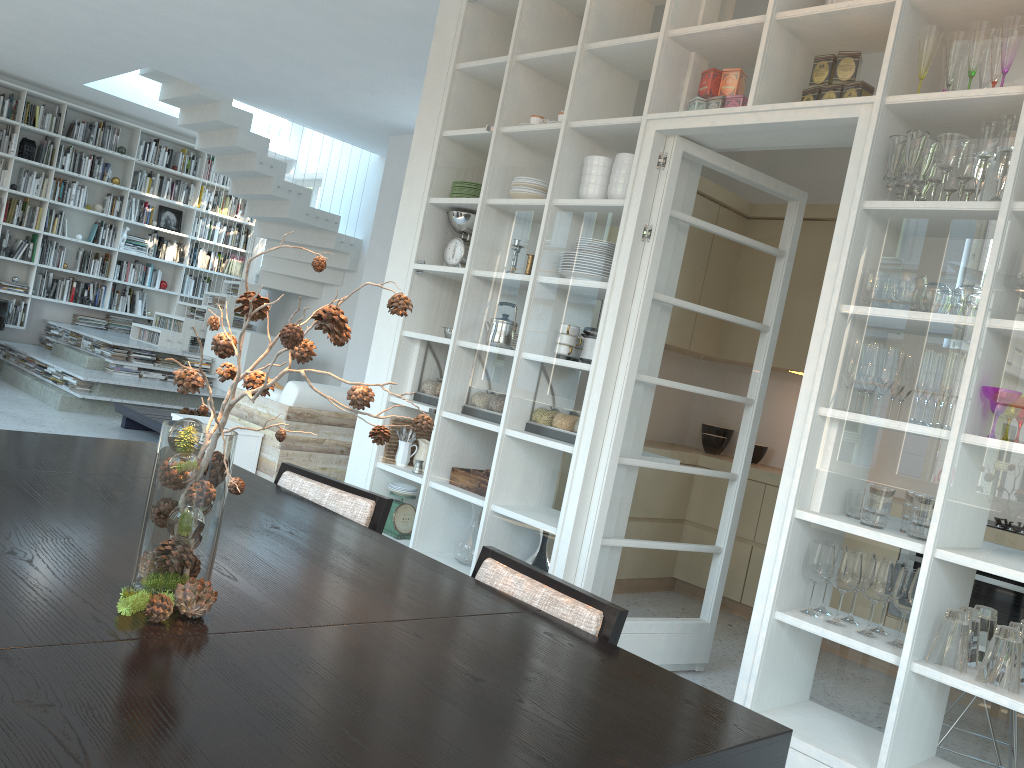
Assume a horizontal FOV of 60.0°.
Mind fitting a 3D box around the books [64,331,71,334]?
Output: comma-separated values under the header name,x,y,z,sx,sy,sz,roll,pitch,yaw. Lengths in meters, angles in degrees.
name,x,y,z,sx,sy,sz,roll,pitch,yaw
books,-4.946,-0.566,10.020,0.160,0.010,0.179,10,2,-44

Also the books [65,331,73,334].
name,x,y,z,sx,sy,sz,roll,pitch,yaw
books,-4.944,-0.577,10.019,0.149,0.013,0.219,11,1,-41

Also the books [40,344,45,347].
name,x,y,z,sx,sy,sz,roll,pitch,yaw
books,-5.450,-0.444,10.448,0.187,0.019,0.163,13,2,45

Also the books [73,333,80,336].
name,x,y,z,sx,sy,sz,roll,pitch,yaw
books,-4.741,-0.530,9.821,0.295,0.013,0.129,13,1,44

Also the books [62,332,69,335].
name,x,y,z,sx,sy,sz,roll,pitch,yaw
books,-4.952,-0.558,10.016,0.234,0.008,0.167,13,2,45

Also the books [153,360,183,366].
name,x,y,z,sx,sy,sz,roll,pitch,yaw
books,-3.634,-0.226,9.353,0.187,0.014,0.273,12,1,41

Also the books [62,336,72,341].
name,x,y,z,sx,sy,sz,roll,pitch,yaw
books,-4.967,-0.500,10.015,0.164,0.023,0.241,11,1,-40

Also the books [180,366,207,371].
name,x,y,z,sx,sy,sz,roll,pitch,yaw
books,-3.447,-0.171,9.583,0.131,0.016,0.262,12,1,41

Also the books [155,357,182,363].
name,x,y,z,sx,sy,sz,roll,pitch,yaw
books,-3.640,-0.252,9.364,0.172,0.013,0.246,13,2,45

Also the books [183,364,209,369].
name,x,y,z,sx,sy,sz,roll,pitch,yaw
books,-3.438,-0.193,9.578,0.159,0.014,0.268,13,2,45

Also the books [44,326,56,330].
name,x,y,z,sx,sy,sz,roll,pitch,yaw
books,-5.365,-0.650,10.434,0.252,0.015,0.171,12,1,41

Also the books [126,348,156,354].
name,x,y,z,sx,sy,sz,roll,pitch,yaw
books,-3.842,-0.341,9.183,0.128,0.016,0.261,13,2,45

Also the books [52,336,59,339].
name,x,y,z,sx,sy,sz,roll,pitch,yaw
books,-5.179,-0.520,10.234,0.232,0.017,0.173,13,2,45

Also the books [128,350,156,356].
name,x,y,z,sx,sy,sz,roll,pitch,yaw
books,-3.831,-0.326,9.168,0.159,0.009,0.228,13,1,42

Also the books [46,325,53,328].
name,x,y,z,sx,sy,sz,roll,pitch,yaw
books,-5.355,-0.660,10.441,0.234,0.008,0.167,13,2,45

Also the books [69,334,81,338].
name,x,y,z,sx,sy,sz,roll,pitch,yaw
books,-4.762,-0.523,9.803,0.260,0.009,0.187,13,2,45

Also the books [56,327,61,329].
name,x,y,z,sx,sy,sz,roll,pitch,yaw
books,-5.151,-0.633,10.235,0.284,0.007,0.159,13,2,45

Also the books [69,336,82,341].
name,x,y,z,sx,sy,sz,roll,pitch,yaw
books,-4.764,-0.498,9.807,0.179,0.017,0.292,11,1,-43

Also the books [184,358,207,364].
name,x,y,z,sx,sy,sz,roll,pitch,yaw
books,-3.420,-0.252,9.570,0.192,0.024,0.167,11,1,-39

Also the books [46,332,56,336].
name,x,y,z,sx,sy,sz,roll,pitch,yaw
books,-5.372,-0.578,10.443,0.163,0.017,0.232,11,1,-42

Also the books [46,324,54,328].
name,x,y,z,sx,sy,sz,roll,pitch,yaw
books,-5.354,-0.670,10.440,0.245,0.011,0.159,13,1,43

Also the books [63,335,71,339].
name,x,y,z,sx,sy,sz,roll,pitch,yaw
books,-4.955,-0.519,10.022,0.220,0.018,0.154,13,2,45

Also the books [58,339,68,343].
name,x,y,z,sx,sy,sz,roll,pitch,yaw
books,-4.976,-0.472,10.013,0.296,0.012,0.183,13,2,45

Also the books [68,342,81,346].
name,x,y,z,sx,sy,sz,roll,pitch,yaw
books,-4.782,-0.437,9.803,0.182,0.011,0.253,11,1,-40

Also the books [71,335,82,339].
name,x,y,z,sx,sy,sz,roll,pitch,yaw
books,-4.759,-0.512,9.808,0.161,0.012,0.253,11,1,-40

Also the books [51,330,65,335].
name,x,y,z,sx,sy,sz,roll,pitch,yaw
books,-5.175,-0.581,10.224,0.237,0.030,0.189,13,1,43

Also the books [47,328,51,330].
name,x,y,z,sx,sy,sz,roll,pitch,yaw
books,-5.355,-0.626,10.449,0.297,0.008,0.145,13,2,45

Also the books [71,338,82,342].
name,x,y,z,sx,sy,sz,roll,pitch,yaw
books,-4.762,-0.480,9.813,0.202,0.018,0.159,13,1,44

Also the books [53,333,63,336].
name,x,y,z,sx,sy,sz,roll,pitch,yaw
books,-5.169,-0.561,10.234,0.294,0.008,0.163,13,1,44

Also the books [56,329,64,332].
name,x,y,z,sx,sy,sz,roll,pitch,yaw
books,-5.157,-0.606,10.235,0.143,0.012,0.263,11,1,-39

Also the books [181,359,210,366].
name,x,y,z,sx,sy,sz,roll,pitch,yaw
books,-3.419,-0.233,9.565,0.262,0.012,0.179,11,1,-40

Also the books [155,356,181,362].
name,x,y,z,sx,sy,sz,roll,pitch,yaw
books,-3.633,-0.263,9.359,0.173,0.011,0.203,12,1,41

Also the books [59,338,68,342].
name,x,y,z,sx,sy,sz,roll,pitch,yaw
books,-4.977,-0.484,10.009,0.234,0.012,0.190,13,1,44

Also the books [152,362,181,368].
name,x,y,z,sx,sy,sz,roll,pitch,yaw
books,-3.661,-0.202,9.376,0.133,0.014,0.294,13,1,43

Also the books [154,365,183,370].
name,x,y,z,sx,sy,sz,roll,pitch,yaw
books,-3.650,-0.184,9.362,0.291,0.007,0.174,11,1,-41

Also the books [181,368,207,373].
name,x,y,z,sx,sy,sz,roll,pitch,yaw
books,-3.440,-0.147,9.572,0.177,0.011,0.220,13,1,44

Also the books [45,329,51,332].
name,x,y,z,sx,sy,sz,roll,pitch,yaw
books,-5.369,-0.609,10.439,0.180,0.012,0.261,10,2,-44

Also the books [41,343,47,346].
name,x,y,z,sx,sy,sz,roll,pitch,yaw
books,-5.447,-0.455,10.448,0.144,0.005,0.256,11,1,-39

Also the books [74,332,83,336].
name,x,y,z,sx,sy,sz,roll,pitch,yaw
books,-4.745,-0.552,9.813,0.139,0.028,0.261,11,1,-39

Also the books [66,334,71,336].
name,x,y,z,sx,sy,sz,roll,pitch,yaw
books,-4.949,-0.547,10.022,0.145,0.013,0.220,11,1,-41

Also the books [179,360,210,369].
name,x,y,z,sx,sy,sz,roll,pitch,yaw
books,-3.428,-0.214,9.571,0.284,0.030,0.176,11,1,-43

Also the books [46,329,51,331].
name,x,y,z,sx,sy,sz,roll,pitch,yaw
books,-5.362,-0.619,10.444,0.287,0.009,0.156,13,1,44

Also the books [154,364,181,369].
name,x,y,z,sx,sy,sz,roll,pitch,yaw
books,-3.649,-0.189,9.362,0.287,0.005,0.165,11,1,-39

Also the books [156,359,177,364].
name,x,y,z,sx,sy,sz,roll,pitch,yaw
books,-3.646,-0.242,9.369,0.179,0.010,0.160,11,1,-42

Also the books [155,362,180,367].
name,x,y,z,sx,sy,sz,roll,pitch,yaw
books,-3.647,-0.214,9.364,0.215,0.015,0.176,11,1,-43

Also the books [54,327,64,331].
name,x,y,z,sx,sy,sz,roll,pitch,yaw
books,-5.155,-0.621,10.234,0.289,0.018,0.163,13,2,45

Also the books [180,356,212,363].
name,x,y,z,sx,sy,sz,roll,pitch,yaw
books,-3.409,-0.268,9.561,0.180,0.013,0.286,12,1,41

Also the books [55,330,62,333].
name,x,y,z,sx,sy,sz,roll,pitch,yaw
books,-5.164,-0.598,10.231,0.172,0.007,0.206,11,1,-42

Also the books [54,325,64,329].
name,x,y,z,sx,sy,sz,roll,pitch,yaw
books,-5.156,-0.648,10.226,0.193,0.020,0.171,12,1,41

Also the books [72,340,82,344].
name,x,y,z,sx,sy,sz,roll,pitch,yaw
books,-4.757,-0.461,9.822,0.237,0.017,0.138,13,2,45

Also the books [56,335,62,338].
name,x,y,z,sx,sy,sz,roll,pitch,yaw
books,-5.162,-0.536,10.246,0.131,0.021,0.240,11,1,-42

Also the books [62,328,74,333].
name,x,y,z,sx,sy,sz,roll,pitch,yaw
books,-4.950,-0.592,10.010,0.242,0.015,0.165,12,1,41

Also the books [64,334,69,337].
name,x,y,z,sx,sy,sz,roll,pitch,yaw
books,-4.949,-0.533,10.024,0.150,0.013,0.215,10,2,-44

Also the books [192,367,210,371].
name,x,y,z,sx,sy,sz,roll,pitch,yaw
books,-3.427,-0.179,9.564,0.281,0.008,0.181,11,1,-39

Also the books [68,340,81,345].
name,x,y,z,sx,sy,sz,roll,pitch,yaw
books,-4.775,-0.449,9.808,0.247,0.014,0.178,13,1,44

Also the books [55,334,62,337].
name,x,y,z,sx,sy,sz,roll,pitch,yaw
books,-5.168,-0.552,10.237,0.258,0.009,0.152,13,1,43

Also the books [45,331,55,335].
name,x,y,z,sx,sy,sz,roll,pitch,yaw
books,-5.375,-0.596,10.437,0.175,0.017,0.265,11,1,-41
